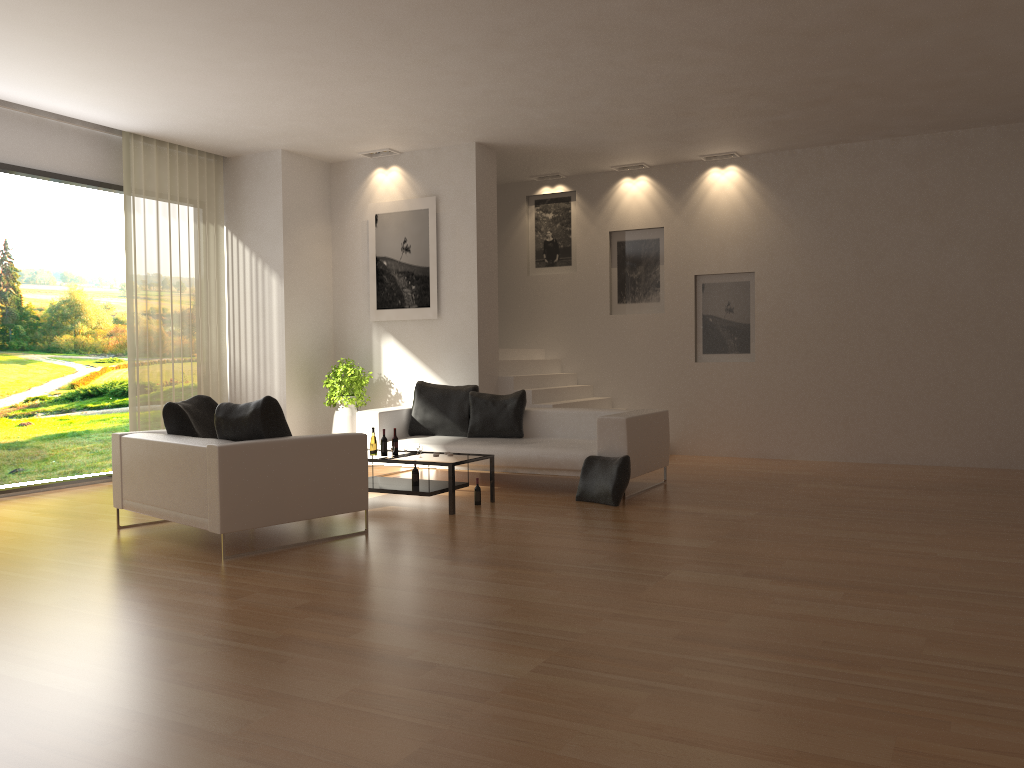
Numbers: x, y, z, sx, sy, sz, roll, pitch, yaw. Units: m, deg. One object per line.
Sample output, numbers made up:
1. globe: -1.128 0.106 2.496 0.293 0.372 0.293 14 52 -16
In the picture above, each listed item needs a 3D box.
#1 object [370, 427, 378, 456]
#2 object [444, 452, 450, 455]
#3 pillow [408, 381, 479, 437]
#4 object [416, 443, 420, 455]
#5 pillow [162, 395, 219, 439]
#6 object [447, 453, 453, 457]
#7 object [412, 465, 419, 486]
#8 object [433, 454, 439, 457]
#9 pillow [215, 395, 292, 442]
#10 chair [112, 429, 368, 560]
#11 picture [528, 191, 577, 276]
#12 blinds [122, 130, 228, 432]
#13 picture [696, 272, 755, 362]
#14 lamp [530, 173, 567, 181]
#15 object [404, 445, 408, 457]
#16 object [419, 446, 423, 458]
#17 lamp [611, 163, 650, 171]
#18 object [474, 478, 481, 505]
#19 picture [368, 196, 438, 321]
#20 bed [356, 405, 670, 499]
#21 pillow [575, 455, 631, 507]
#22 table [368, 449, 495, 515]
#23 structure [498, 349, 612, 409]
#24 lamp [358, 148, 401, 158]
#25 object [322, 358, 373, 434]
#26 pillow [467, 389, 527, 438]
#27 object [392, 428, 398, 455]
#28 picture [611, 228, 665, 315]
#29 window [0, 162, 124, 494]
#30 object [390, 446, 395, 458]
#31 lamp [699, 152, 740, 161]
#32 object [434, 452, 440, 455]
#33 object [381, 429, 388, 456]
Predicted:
1. object: -1.245 0.518 7.976 0.067 0.257 0.068 -2 2 -43
2. object: -0.576 0.618 7.901 0.052 0.021 0.052 -1 2 6
3. pillow: -0.741 0.296 9.724 0.755 0.666 0.346 0 2 14
4. object: -0.847 0.587 7.972 0.039 0.101 0.039 -1 2 -14
5. pillow: -2.492 0.390 7.070 0.291 0.598 0.660 0 2 18
6. object: -0.540 0.621 7.764 0.052 0.021 0.052 -1 2 6
7. object: -0.855 0.797 7.846 0.065 0.217 0.065 0 2 11
8. object: -0.663 0.624 7.740 0.052 0.021 0.052 -2 2 -39
9. pillow: -1.813 0.411 6.310 0.506 0.666 0.324 0 2 18
10. chair: -2.058 0.738 6.750 1.671 0.761 1.262 1 2 43
11. picture: 0.564 -2.086 12.326 0.802 1.155 0.005 0 2 28
12. blinds: -3.851 -0.925 10.205 0.143 3.861 1.409 0 2 25
13. picture: 2.703 -0.832 11.221 0.802 1.155 0.005 0 2 28
14. lamp: 0.493 -2.901 12.111 0.446 0.166 0.243 0 2 28
15. object: -0.935 0.592 7.816 0.039 0.101 0.039 -1 2 -14
16. object: -0.797 0.593 7.748 0.039 0.101 0.039 -1 2 -14
17. lamp: 1.542 -2.897 11.547 0.446 0.166 0.243 0 2 28
18. object: -0.302 0.948 7.791 0.059 0.244 0.059 -1 2 5
19. picture: -1.314 -1.483 10.622 0.979 1.431 0.004 0 2 28
20. bed: -0.043 0.641 9.197 3.075 0.761 1.262 0 2 28
21. pillow: 0.833 0.855 7.887 0.340 0.457 0.503 -2 2 -43
22. table: -1.010 0.869 7.978 1.566 0.460 0.709 0 2 28
23. structure: -0.416 0.240 11.821 4.625 1.403 1.839 0 2 28
24. lamp: -1.586 -2.831 10.605 0.446 0.166 0.243 0 2 28
25. object: -1.972 0.341 10.658 0.570 1.324 0.631 1 2 43
26. pillow: -0.158 0.322 9.436 0.628 0.524 0.270 0 2 12
27. object: -1.053 0.521 7.985 0.057 0.248 0.057 -2 2 -44
28. picture: 1.668 -1.486 11.754 0.802 1.155 0.005 0 2 28
29. window: -4.993 -0.532 8.537 0.152 3.189 5.198 0 2 28
30. object: -1.046 0.595 7.776 0.039 0.101 0.039 -1 2 -20
31. lamp: 2.575 -2.893 10.991 0.446 0.166 0.243 0 2 28
32. object: -0.670 0.619 7.887 0.052 0.021 0.052 -1 2 6
33. object: -1.143 0.525 7.928 0.059 0.244 0.059 0 2 29
